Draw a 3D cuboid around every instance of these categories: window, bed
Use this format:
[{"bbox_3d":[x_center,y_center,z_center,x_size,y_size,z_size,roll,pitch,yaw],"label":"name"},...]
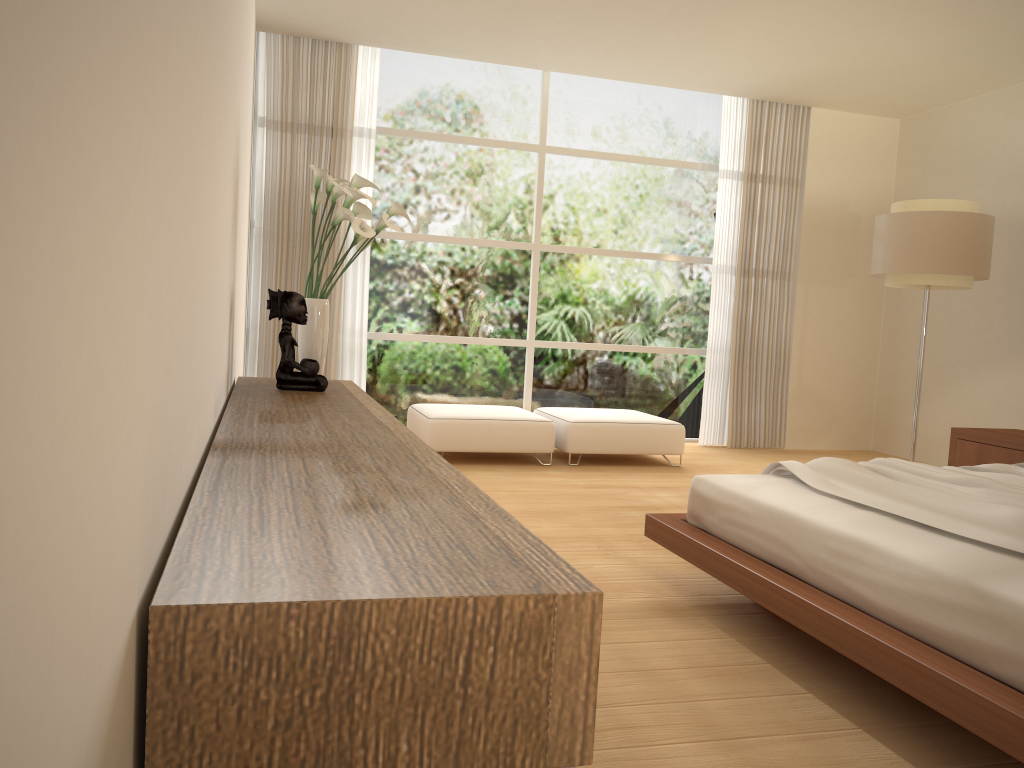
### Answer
[{"bbox_3d":[0.206,-1.195,7.740,4.781,3.371,0.071,2,4,-16],"label":"window"},{"bbox_3d":[2.089,0.654,2.983,2.535,0.570,2.599,2,4,-16],"label":"bed"}]

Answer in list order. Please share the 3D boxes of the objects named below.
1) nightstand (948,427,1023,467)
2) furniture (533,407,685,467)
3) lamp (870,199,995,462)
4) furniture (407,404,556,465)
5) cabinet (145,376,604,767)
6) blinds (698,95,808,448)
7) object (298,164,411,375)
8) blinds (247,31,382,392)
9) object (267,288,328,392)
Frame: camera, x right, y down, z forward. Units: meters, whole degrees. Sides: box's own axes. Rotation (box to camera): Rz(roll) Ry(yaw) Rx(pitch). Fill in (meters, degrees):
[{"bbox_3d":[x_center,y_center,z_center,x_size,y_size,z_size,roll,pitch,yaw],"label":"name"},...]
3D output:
[{"bbox_3d":[3.437,0.713,3.421,0.493,0.539,4.220,2,4,-16],"label":"nightstand"},{"bbox_3d":[0.734,0.403,7.017,0.965,0.346,0.964,2,4,-16],"label":"furniture"},{"bbox_3d":[2.941,-0.265,6.352,0.817,2.018,0.817,5,5,27],"label":"lamp"},{"bbox_3d":[-0.262,0.367,6.736,0.965,0.346,0.964,2,4,-16],"label":"furniture"},{"bbox_3d":[-0.670,0.454,2.954,0.588,0.662,3.713,2,4,-16],"label":"cabinet"},{"bbox_3d":[2.192,-1.092,7.981,0.814,3.351,0.202,2,4,-17],"label":"blinds"},{"bbox_3d":[-0.850,-0.548,4.532,0.608,1.085,0.515,6,5,32],"label":"object"},{"bbox_3d":[-1.557,-1.231,6.978,0.950,3.352,0.211,2,4,-17],"label":"blinds"},{"bbox_3d":[-0.971,-0.198,4.014,0.282,0.453,0.181,2,4,-16],"label":"object"}]
